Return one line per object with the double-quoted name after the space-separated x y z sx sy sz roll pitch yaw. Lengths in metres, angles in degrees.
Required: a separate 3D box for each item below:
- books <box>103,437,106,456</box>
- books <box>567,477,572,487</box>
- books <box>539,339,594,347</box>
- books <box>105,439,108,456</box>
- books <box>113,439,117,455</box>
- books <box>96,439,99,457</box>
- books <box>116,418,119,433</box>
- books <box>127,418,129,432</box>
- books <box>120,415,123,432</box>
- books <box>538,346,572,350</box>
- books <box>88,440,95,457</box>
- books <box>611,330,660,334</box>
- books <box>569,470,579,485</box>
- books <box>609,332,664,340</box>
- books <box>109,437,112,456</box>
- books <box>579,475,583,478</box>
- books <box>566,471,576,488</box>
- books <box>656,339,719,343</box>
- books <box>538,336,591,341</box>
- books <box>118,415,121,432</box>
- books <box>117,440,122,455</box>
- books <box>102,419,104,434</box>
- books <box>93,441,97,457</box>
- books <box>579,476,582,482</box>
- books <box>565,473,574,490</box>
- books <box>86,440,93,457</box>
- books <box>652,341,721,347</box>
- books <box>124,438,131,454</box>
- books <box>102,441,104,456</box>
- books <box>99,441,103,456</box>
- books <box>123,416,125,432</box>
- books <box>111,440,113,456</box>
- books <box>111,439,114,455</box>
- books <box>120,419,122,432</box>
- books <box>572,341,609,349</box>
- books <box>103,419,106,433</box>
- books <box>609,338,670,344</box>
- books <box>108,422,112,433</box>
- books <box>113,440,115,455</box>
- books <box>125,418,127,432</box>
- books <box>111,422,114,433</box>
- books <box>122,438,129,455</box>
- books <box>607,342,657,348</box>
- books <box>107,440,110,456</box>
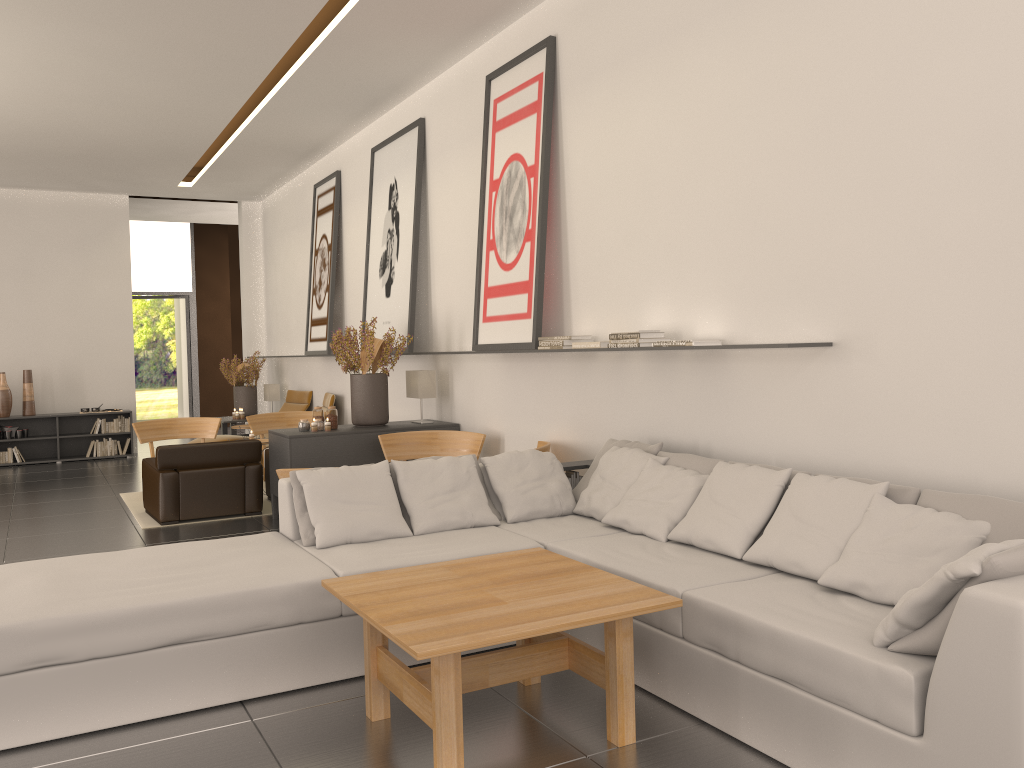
-9.377 1.442 20.400 0.031 0.406 0.231 -2 2 -28 "books"
0.541 1.046 8.917 0.028 0.222 0.175 -2 2 -28 "books"
0.582 -0.440 9.513 0.391 0.063 0.498 -3 3 -28 "books"
-9.347 1.455 20.422 0.041 0.377 0.221 -2 2 -28 "books"
-9.181 1.462 20.525 0.057 0.346 0.197 -2 2 -28 "books"
-9.502 1.463 20.323 0.041 0.377 0.248 -2 2 -28 "books"
-9.122 0.955 20.497 0.039 0.318 0.236 -2 2 -28 "books"
-8.933 0.952 20.604 0.048 0.305 0.226 -2 2 -28 "books"
-9.043 0.918 20.548 0.029 0.385 0.219 -2 2 -28 "books"
0.567 -0.392 9.519 0.377 0.032 0.504 -3 3 -28 "books"
-9.619 1.474 20.258 0.156 0.371 0.252 -2 2 -28 "books"
1.160 -0.487 8.322 0.256 0.023 0.434 -3 3 -28 "books"
0.625 1.017 8.956 0.028 0.273 0.165 -2 2 -28 "books"
1.164 -0.449 8.307 0.284 0.053 0.485 -3 3 -28 "books"
-9.267 1.438 20.451 0.041 0.404 0.245 -2 2 -28 "books"
0.679 1.040 8.990 0.039 0.221 0.174 -2 2 -28 "books"
0.592 1.018 8.934 0.021 0.274 0.156 -2 2 -28 "books"
1.535 -0.375 7.741 0.338 0.018 0.433 -3 3 -33 "books"
0.565 -0.490 9.508 0.299 0.040 0.526 -3 3 -38 "books"
-9.088 0.921 20.517 0.039 0.384 0.232 -2 2 -28 "books"
-9.100 1.471 20.546 0.106 0.325 0.238 -2 2 -28 "books"
-9.390 0.966 20.342 0.019 0.324 0.254 -2 2 -28 "books"
-9.547 1.483 20.289 0.071 0.344 0.265 -2 2 -28 "books"
0.650 1.039 8.971 0.028 0.226 0.168 -2 2 -28 "books"
0.572 1.029 8.919 0.028 0.254 0.149 -2 2 -28 "books"
-9.645 1.481 20.246 0.154 0.360 0.249 -2 2 -28 "books"
1.523 -0.349 7.742 0.337 0.034 0.517 -3 3 -33 "books"
-8.954 1.441 20.616 0.156 0.371 0.252 -2 2 -28 "books"
-9.405 1.484 20.366 0.016 0.327 0.265 -2 2 -28 "books"
-9.439 1.485 20.352 0.057 0.327 0.257 -2 2 -28 "books"
-9.013 0.930 20.570 0.039 0.358 0.210 -2 2 -28 "books"
-9.236 1.468 20.456 0.014 0.341 0.266 -2 2 -28 "books"
-9.219 1.460 20.465 0.023 0.356 0.266 -2 2 -28 "books"
-9.065 0.960 20.539 0.017 0.302 0.215 -2 2 -28 "books"
0.856 -0.394 8.969 0.301 0.064 0.406 -3 3 -38 "books"
-9.373 0.961 20.389 0.054 0.328 0.187 -2 2 -28 "books"
1.198 -0.405 8.337 0.350 0.038 0.525 -3 2 -23 "books"
-9.278 0.996 20.452 0.054 0.249 0.167 -2 2 -28 "books"
-9.199 1.467 20.475 0.020 0.341 0.268 -2 2 -28 "books"
-8.968 0.951 20.574 0.039 0.312 0.246 -2 2 -28 "books"
-9.229 0.994 20.478 0.054 0.249 0.167 -2 2 -28 "books"
-8.980 1.448 20.604 0.154 0.360 0.249 -2 2 -28 "books"
1.171 -0.365 8.322 0.316 0.040 0.504 -3 3 -28 "books"
-9.303 1.474 20.431 0.041 0.335 0.248 -2 2 -28 "books"
